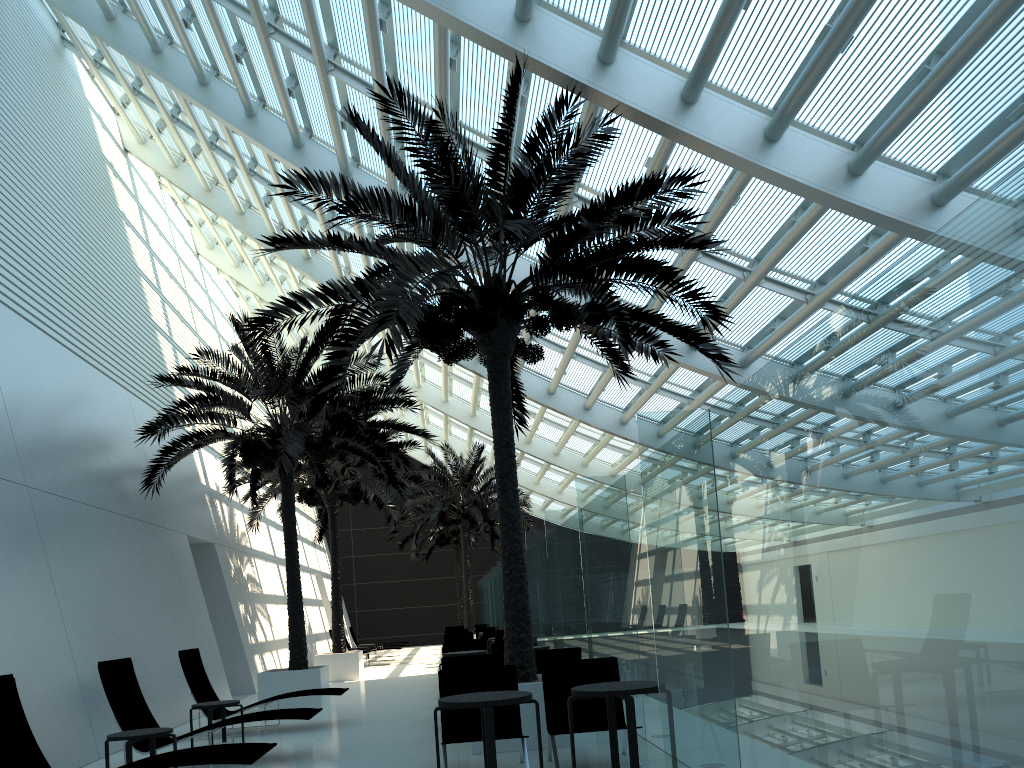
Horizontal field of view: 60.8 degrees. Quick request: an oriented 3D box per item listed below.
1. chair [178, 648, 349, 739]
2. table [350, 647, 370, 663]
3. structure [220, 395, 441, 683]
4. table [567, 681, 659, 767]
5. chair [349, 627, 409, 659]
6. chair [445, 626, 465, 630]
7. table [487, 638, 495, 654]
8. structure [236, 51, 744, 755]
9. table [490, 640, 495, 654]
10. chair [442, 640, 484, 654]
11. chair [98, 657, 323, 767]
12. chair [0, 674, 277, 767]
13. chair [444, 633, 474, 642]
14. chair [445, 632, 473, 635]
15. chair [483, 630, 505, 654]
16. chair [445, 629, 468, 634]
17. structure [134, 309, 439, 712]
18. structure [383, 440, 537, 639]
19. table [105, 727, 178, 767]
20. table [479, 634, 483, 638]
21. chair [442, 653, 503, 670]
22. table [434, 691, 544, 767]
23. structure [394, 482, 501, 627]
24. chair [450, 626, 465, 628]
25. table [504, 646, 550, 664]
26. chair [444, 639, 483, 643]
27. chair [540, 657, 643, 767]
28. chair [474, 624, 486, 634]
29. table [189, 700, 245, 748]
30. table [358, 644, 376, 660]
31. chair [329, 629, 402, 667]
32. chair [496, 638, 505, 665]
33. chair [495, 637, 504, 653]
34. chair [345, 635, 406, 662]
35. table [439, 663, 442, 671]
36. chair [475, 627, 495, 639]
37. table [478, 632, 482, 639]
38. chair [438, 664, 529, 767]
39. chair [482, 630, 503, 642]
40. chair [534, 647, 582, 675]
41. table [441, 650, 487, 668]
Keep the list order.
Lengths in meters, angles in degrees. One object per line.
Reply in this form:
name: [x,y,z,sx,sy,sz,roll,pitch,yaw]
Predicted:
chair: [-3.264,4.047,11.663,2.034,1.128,0.948,-3,-8,-5]
table: [-4.781,8.494,27.242,0.563,0.503,0.560,-12,-12,37]
structure: [-4.355,3.599,20.660,4.338,6.716,4.697,-8,-8,28]
table: [0.799,2.580,6.330,0.692,0.760,0.685,-12,-12,42]
chair: [-4.707,9.162,31.118,2.034,1.128,0.948,-3,-8,-5]
chair: [-2.044,9.242,31.619,0.715,0.864,0.913,-3,-10,-5]
table: [-0.148,5.936,19.091,0.690,0.760,0.688,-10,-10,33]
structure: [-0.141,0.281,9.189,4.844,6.840,4.537,-6,-8,14]
table: [-0.048,5.550,17.622,0.691,0.760,0.686,-11,-11,37]
chair: [-0.786,4.783,14.660,0.715,0.864,0.913,-3,-10,-5]
chair: [-3.073,3.370,9.087,2.034,1.128,0.948,-3,-8,-5]
chair: [-2.881,2.692,6.510,2.034,1.128,0.948,-3,-8,-5]
chair: [-1.206,6.273,20.325,0.715,0.864,0.913,-3,-10,-5]
chair: [-1.318,6.719,22.026,0.715,0.864,0.913,-3,-10,-5]
chair: [-0.279,6.225,20.398,0.715,0.864,0.913,-3,-10,-5]
chair: [-1.621,7.743,25.918,0.715,0.864,0.913,-3,-10,-5]
structure: [-3.702,2.038,14.662,4.639,6.658,4.390,0,-8,-26]
structure: [-1.569,5.323,28.367,4.815,6.840,4.564,-3,-7,-11]
table: [-3.344,3.401,7.868,0.563,0.503,0.560,-12,-12,37]
table: [-0.467,7.036,23.275,0.691,0.760,0.686,-11,-11,37]
chair: [-0.468,3.707,10.569,0.715,0.864,0.913,-3,-10,-5]
table: [-0.166,2.629,6.254,0.692,0.760,0.685,-12,-12,42]
structure: [-2.148,7.467,36.528,4.454,6.838,4.936,-1,-8,-26]
chair: [-2.156,9.689,33.321,0.715,0.864,0.913,-3,-10,-5]
table: [0.272,4.449,13.438,0.690,0.760,0.688,-10,-10,33]
chair: [-0.899,5.233,16.373,0.715,0.864,0.913,-3,-10,-5]
chair: [0.677,2.837,7.510,0.715,0.864,0.913,-3,-10,-5]
chair: [-1.116,9.195,31.693,0.715,0.864,0.913,-3,-10,-5]
table: [-3.535,4.078,10.445,0.563,0.503,0.560,-12,-12,37]
table: [-4.978,9.193,29.899,0.563,0.503,0.560,-12,-12,37]
chair: [-4.318,7.786,25.884,2.034,1.128,0.948,-3,-8,-5]
chair: [0.142,4.736,14.733,0.715,0.864,0.913,-3,-10,-5]
chair: [0.029,5.185,16.447,0.715,0.864,0.913,-3,-10,-5]
chair: [-4.510,8.464,28.461,2.034,1.128,0.948,-3,-8,-5]
table: [-0.582,4.073,11.741,0.691,0.760,0.686,-11,-11,37]
chair: [-0.693,7.696,25.991,0.715,0.864,0.913,-3,-10,-5]
table: [-0.564,7.413,24.709,0.690,0.760,0.688,-10,-10,33]
chair: [-0.250,2.884,7.437,0.715,0.864,0.913,-3,-10,-5]
chair: [-0.390,6.672,22.100,0.715,0.864,0.913,-3,-10,-5]
chair: [0.460,3.659,10.643,0.715,0.864,0.913,-3,-10,-5]
table: [-0.693,4.498,13.362,0.690,0.760,0.688,-10,-10,33]
